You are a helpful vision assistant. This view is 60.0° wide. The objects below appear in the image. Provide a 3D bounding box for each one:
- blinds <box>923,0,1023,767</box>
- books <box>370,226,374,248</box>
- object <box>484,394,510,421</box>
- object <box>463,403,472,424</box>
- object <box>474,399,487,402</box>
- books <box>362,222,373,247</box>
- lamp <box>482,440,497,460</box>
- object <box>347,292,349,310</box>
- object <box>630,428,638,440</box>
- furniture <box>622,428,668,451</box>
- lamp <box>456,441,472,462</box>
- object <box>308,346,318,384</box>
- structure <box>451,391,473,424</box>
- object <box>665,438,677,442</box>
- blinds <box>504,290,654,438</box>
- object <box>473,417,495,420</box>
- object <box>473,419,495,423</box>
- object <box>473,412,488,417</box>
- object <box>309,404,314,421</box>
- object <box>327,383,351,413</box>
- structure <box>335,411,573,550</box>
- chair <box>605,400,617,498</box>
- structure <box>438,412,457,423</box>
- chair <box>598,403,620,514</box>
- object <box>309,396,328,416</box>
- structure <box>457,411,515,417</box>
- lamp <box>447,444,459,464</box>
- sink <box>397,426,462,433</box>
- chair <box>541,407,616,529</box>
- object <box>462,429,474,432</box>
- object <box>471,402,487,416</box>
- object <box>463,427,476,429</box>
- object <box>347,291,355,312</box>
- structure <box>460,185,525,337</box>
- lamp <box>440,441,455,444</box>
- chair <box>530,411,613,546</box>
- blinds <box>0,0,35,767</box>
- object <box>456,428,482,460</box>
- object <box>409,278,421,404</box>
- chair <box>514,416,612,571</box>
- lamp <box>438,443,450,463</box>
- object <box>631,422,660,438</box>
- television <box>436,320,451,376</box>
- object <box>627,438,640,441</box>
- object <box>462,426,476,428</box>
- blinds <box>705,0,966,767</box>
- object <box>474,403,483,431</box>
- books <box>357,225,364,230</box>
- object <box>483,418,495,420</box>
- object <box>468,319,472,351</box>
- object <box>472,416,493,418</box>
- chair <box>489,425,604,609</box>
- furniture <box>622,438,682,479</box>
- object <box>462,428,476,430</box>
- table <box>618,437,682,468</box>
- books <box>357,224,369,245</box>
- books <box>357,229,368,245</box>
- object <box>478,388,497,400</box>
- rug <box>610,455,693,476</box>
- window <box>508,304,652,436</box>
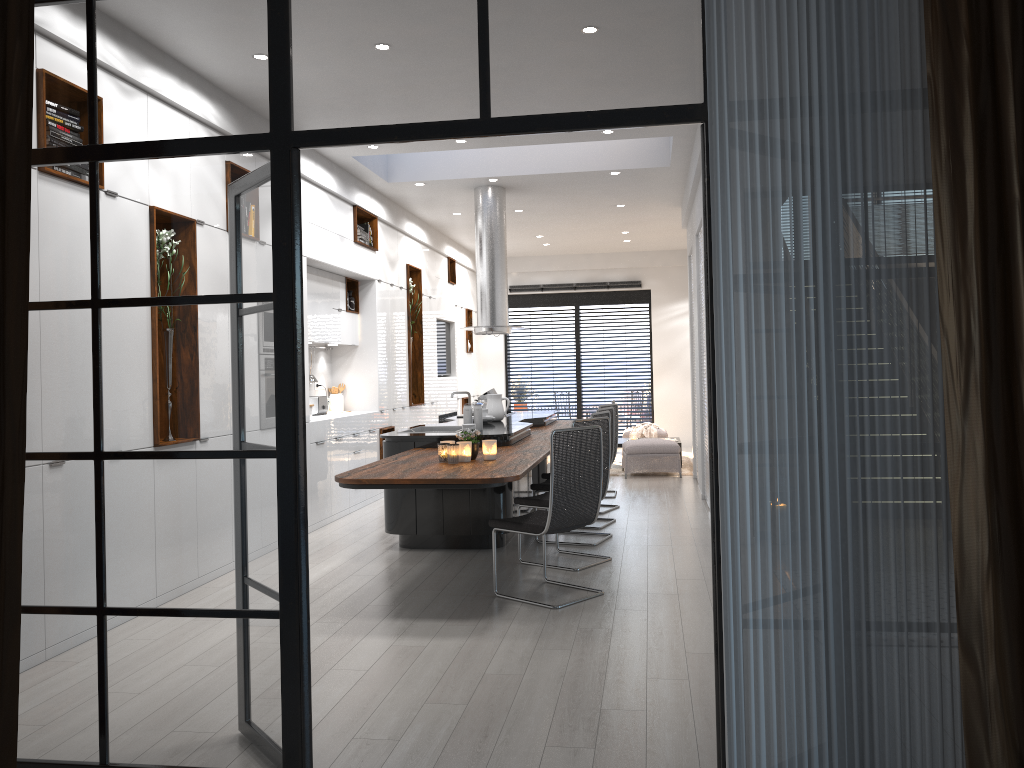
[{"bbox_3d":[1.459,-0.238,2.185,0.810,3.045,0.254,-1,-1,9],"label":"blinds"},{"bbox_3d":[-1.614,-1.586,9.670,0.210,0.267,0.026,-1,-1,9],"label":"books"},{"bbox_3d":[-0.153,0.224,8.406,0.211,0.254,0.183,-1,0,43],"label":"object"},{"bbox_3d":[-0.353,0.265,7.079,0.071,0.219,0.071,-1,-1,-27],"label":"object"},{"bbox_3d":[-0.248,0.238,9.643,0.253,0.147,0.266,-2,1,-38],"label":"object"},{"bbox_3d":[-1.630,-1.590,9.593,0.253,0.312,0.030,-1,-1,9],"label":"books"},{"bbox_3d":[-0.142,0.421,5.646,0.095,0.124,0.095,-1,0,42],"label":"lamp"},{"bbox_3d":[-1.805,-0.915,9.447,0.124,0.275,0.124,-1,0,-3],"label":"object"},{"bbox_3d":[1.680,0.698,12.239,0.110,0.183,0.119,-1,0,14],"label":"object"},{"bbox_3d":[2.037,0.884,13.530,0.699,0.460,0.699,-1,0,9],"label":"furniture"},{"bbox_3d":[-0.299,0.426,5.553,0.095,0.124,0.095,-1,0,2],"label":"lamp"},{"bbox_3d":[-2.057,-0.193,9.011,0.069,0.389,0.320,-1,0,10],"label":"object"},{"bbox_3d":[-0.422,0.218,7.320,0.177,0.310,0.089,-1,-1,9],"label":"structure"},{"bbox_3d":[2.164,0.764,12.169,0.281,0.032,0.533,-1,1,22],"label":"object"},{"bbox_3d":[1.177,-0.254,15.610,2.584,2.721,0.358,-1,-1,9],"label":"blinds"},{"bbox_3d":[-0.284,0.329,8.143,0.264,0.033,0.264,-2,1,-45],"label":"object"},{"bbox_3d":[-0.284,0.342,8.143,0.264,0.033,0.264,-2,1,-45],"label":"object"},{"bbox_3d":[-0.285,0.285,8.144,0.138,0.051,0.138,-1,1,-11],"label":"object"},{"bbox_3d":[-1.960,0.260,7.899,0.380,0.148,0.263,-1,0,9],"label":"object"},{"bbox_3d":[-1.895,0.152,9.564,0.221,0.316,0.330,-1,0,9],"label":"object"},{"bbox_3d":[-0.219,0.809,7.531,1.377,0.887,5.641,-1,1,9],"label":"structure"},{"bbox_3d":[0.844,0.689,9.560,0.536,1.018,0.471,-1,0,9],"label":"chair"},{"bbox_3d":[-1.035,0.694,12.998,0.221,0.516,1.204,-1,1,9],"label":"structure"},{"bbox_3d":[0.708,0.706,8.607,0.536,1.018,0.471,-2,0,29],"label":"chair"},{"bbox_3d":[-1.987,0.221,9.023,0.177,0.195,0.260,-1,0,9],"label":"object"},{"bbox_3d":[-0.272,0.325,9.646,0.502,0.026,0.811,-1,1,9],"label":"structure"},{"bbox_3d":[-0.362,0.431,5.462,0.078,0.120,0.078,-1,0,-8],"label":"lamp"},{"bbox_3d":[-0.619,0.449,7.375,0.485,0.152,0.738,-1,1,9],"label":"sink"},{"bbox_3d":[0.586,0.720,7.802,0.536,1.018,0.471,-2,0,24],"label":"chair"},{"bbox_3d":[-0.335,0.365,6.929,0.111,0.023,0.111,-1,1,21],"label":"object"},{"bbox_3d":[-0.320,0.263,8.776,0.211,0.174,0.211,-1,0,16],"label":"object"},{"bbox_3d":[-0.336,0.352,6.929,0.111,0.023,0.111,-1,1,21],"label":"object"},{"bbox_3d":[-1.774,-0.897,9.640,0.123,0.231,0.123,-1,0,10],"label":"object"},{"bbox_3d":[-0.224,-1.329,9.670,0.695,1.609,1.043,-1,0,8],"label":"structure"},{"bbox_3d":[-0.409,0.427,5.643,0.095,0.124,0.095,-1,0,26],"label":"lamp"},{"bbox_3d":[0.475,0.732,7.092,0.536,1.018,0.471,-2,0,24],"label":"chair"},{"bbox_3d":[-1.801,-0.168,2.702,0.810,3.045,0.254,-1,-1,8],"label":"blinds"},{"bbox_3d":[-0.271,0.382,5.689,0.151,0.206,0.157,-1,0,26],"label":"object"},{"bbox_3d":[-1.308,-0.550,11.203,0.322,1.615,0.323,-2,-1,35],"label":"object"},{"bbox_3d":[0.358,0.746,6.282,0.536,1.018,0.471,-2,-1,39],"label":"chair"},{"bbox_3d":[-0.424,0.432,5.538,0.078,0.120,0.078,-1,0,-8],"label":"lamp"},{"bbox_3d":[2.043,0.757,13.478,0.417,0.355,0.761,-1,1,17],"label":"object"},{"bbox_3d":[-1.055,-0.518,13.010,0.050,0.805,1.187,-1,0,9],"label":"television"},{"bbox_3d":[1.745,0.772,12.419,0.333,0.030,0.583,-2,1,-28],"label":"object"},{"bbox_3d":[-0.336,0.345,6.929,0.111,0.023,0.111,-1,1,21],"label":"object"},{"bbox_3d":[1.193,-0.226,2.329,1.301,3.069,0.052,-1,-1,9],"label":"blinds"},{"bbox_3d":[-0.270,0.263,7.075,0.071,0.219,0.071,-2,-1,35],"label":"object"},{"bbox_3d":[-1.703,-1.622,9.283,0.250,0.047,0.307,-1,1,5],"label":"books"},{"bbox_3d":[-0.284,0.336,8.143,0.264,0.033,0.264,-2,1,-45],"label":"object"},{"bbox_3d":[-0.714,-0.842,14.576,0.480,0.626,0.315,-1,0,0],"label":"object"},{"bbox_3d":[-0.285,0.309,8.143,0.229,0.016,0.229,-1,1,6],"label":"object"},{"bbox_3d":[0.204,0.763,5.356,0.536,1.018,0.471,-2,-1,44],"label":"chair"},{"bbox_3d":[1.754,0.923,11.233,0.699,0.460,0.699,-1,0,4],"label":"furniture"},{"bbox_3d":[-0.335,0.358,6.929,0.111,0.023,0.111,-1,1,21],"label":"object"},{"bbox_3d":[1.840,0.960,12.344,1.000,0.350,1.000,-1,1,9],"label":"table"},{"bbox_3d":[-1.630,-1.580,9.509,0.197,0.268,0.026,-1,-1,9],"label":"books"},{"bbox_3d":[-1.677,-1.530,9.300,0.279,0.137,0.345,-1,1,4],"label":"books"},{"bbox_3d":[-0.258,0.152,9.642,0.249,0.212,0.256,-1,0,44],"label":"object"},{"bbox_3d":[1.712,1.126,12.419,1.623,0.020,2.520,-1,1,9],"label":"rug"},{"bbox_3d":[4.187,-1.592,15.502,8.565,5.063,0.462,-1,-1,7],"label":"window"}]
